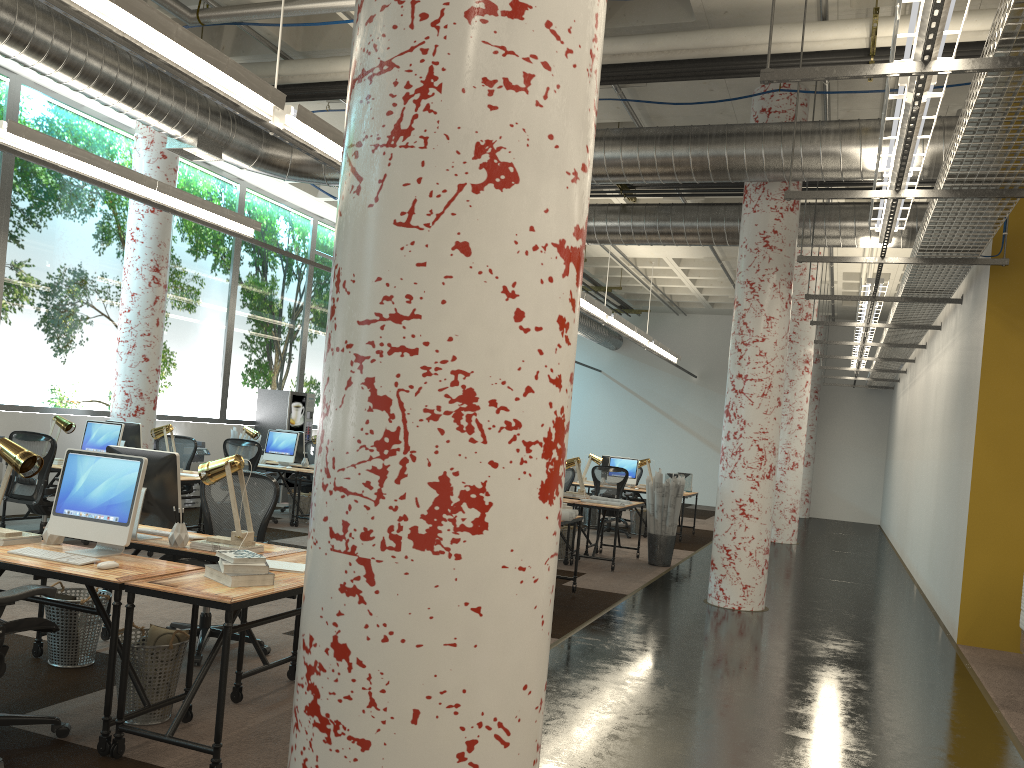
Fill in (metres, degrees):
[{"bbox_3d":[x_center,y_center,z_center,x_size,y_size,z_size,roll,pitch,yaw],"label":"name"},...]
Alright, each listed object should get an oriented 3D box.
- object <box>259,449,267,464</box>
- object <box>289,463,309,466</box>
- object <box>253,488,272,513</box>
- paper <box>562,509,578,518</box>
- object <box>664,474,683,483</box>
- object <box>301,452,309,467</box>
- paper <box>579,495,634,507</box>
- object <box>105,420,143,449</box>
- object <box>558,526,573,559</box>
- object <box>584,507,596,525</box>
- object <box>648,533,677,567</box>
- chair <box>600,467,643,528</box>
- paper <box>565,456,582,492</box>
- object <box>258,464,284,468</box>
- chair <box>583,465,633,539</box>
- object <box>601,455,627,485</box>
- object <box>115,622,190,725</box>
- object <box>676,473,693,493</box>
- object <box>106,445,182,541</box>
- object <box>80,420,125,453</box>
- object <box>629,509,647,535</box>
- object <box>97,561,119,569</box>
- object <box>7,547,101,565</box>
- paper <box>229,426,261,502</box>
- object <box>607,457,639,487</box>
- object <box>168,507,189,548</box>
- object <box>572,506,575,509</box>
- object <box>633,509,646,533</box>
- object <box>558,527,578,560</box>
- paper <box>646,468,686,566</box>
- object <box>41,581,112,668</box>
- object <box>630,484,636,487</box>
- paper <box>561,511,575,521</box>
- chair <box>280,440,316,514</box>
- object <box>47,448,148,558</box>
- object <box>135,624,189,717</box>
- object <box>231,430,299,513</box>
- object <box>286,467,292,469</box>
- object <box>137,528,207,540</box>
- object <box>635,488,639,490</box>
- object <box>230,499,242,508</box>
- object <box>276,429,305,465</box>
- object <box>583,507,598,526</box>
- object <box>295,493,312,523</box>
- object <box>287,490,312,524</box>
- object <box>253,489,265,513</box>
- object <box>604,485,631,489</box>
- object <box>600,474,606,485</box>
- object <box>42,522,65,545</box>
[{"bbox_3d":[-3.428,1.000,12.193,0.101,0.209,0.101,5,-1,-25],"label":"object"},{"bbox_3d":[-3.103,1.156,12.805,0.438,0.017,0.119,4,-3,20],"label":"object"},{"bbox_3d":[-3.572,1.627,12.681,0.354,0.435,0.368,6,-1,-34],"label":"object"},{"bbox_3d":[0.048,1.115,7.806,1.135,0.082,0.083,6,-2,-15],"label":"paper"},{"bbox_3d":[2.534,1.574,13.921,0.280,0.302,0.150,5,-1,20],"label":"object"},{"bbox_3d":[-2.900,1.059,12.432,0.101,0.209,0.101,5,-1,-25],"label":"object"},{"bbox_3d":[1.134,1.401,10.602,0.567,0.061,0.627,4,-3,18],"label":"paper"},{"bbox_3d":[-4.261,0.653,9.675,0.483,0.485,0.190,5,-1,20],"label":"object"},{"bbox_3d":[0.628,1.910,10.740,0.235,0.403,0.120,5,0,21],"label":"object"},{"bbox_3d":[1.328,2.200,15.032,0.235,0.403,0.120,5,0,21],"label":"object"},{"bbox_3d":[1.834,2.042,10.913,0.354,0.398,0.352,6,-1,-25],"label":"object"},{"bbox_3d":[1.967,1.950,15.619,0.770,1.085,0.793,5,-1,4],"label":"chair"},{"bbox_3d":[0.943,1.792,15.476,0.440,1.198,0.412,5,0,-2],"label":"paper"},{"bbox_3d":[-3.242,1.092,11.819,0.438,0.017,0.119,4,-3,20],"label":"object"},{"bbox_3d":[1.514,1.816,13.852,0.770,1.085,0.793,5,-1,4],"label":"chair"},{"bbox_3d":[1.747,1.471,15.028,0.483,0.485,0.190,5,-1,20],"label":"object"},{"bbox_3d":[-1.703,1.339,4.139,0.358,0.435,0.354,5,-1,17],"label":"object"},{"bbox_3d":[2.883,1.655,14.870,0.280,0.302,0.150,5,-1,20],"label":"object"},{"bbox_3d":[-2.019,0.593,4.801,0.483,0.485,0.190,5,-1,20],"label":"object"},{"bbox_3d":[-4.199,0.628,9.088,0.483,0.485,0.190,5,-1,20],"label":"object"},{"bbox_3d":[2.063,2.217,14.367,0.358,0.435,0.354,5,-1,17],"label":"object"},{"bbox_3d":[-1.773,0.794,3.894,0.059,0.029,0.106,4,-3,21],"label":"object"},{"bbox_3d":[-2.078,0.780,4.015,0.438,0.017,0.119,4,-3,20],"label":"object"},{"bbox_3d":[-3.988,1.226,13.053,0.440,1.198,0.412,5,0,-2],"label":"paper"},{"bbox_3d":[1.809,1.445,14.442,0.483,0.485,0.190,5,-1,20],"label":"object"},{"bbox_3d":[-1.736,0.748,4.627,0.101,0.209,0.101,5,-1,-25],"label":"object"},{"bbox_3d":[0.930,2.205,15.482,0.354,0.398,0.352,6,-1,-25],"label":"object"},{"bbox_3d":[2.094,2.237,14.439,0.235,0.403,0.120,5,0,21],"label":"object"},{"bbox_3d":[0.598,1.890,10.667,0.358,0.435,0.354,5,-1,17],"label":"object"},{"bbox_3d":[1.847,1.630,10.907,0.440,1.198,0.412,5,0,-2],"label":"paper"},{"bbox_3d":[-2.405,1.316,4.876,0.358,0.435,0.354,5,-1,17],"label":"object"},{"bbox_3d":[2.030,1.625,14.855,0.101,0.209,0.101,5,-1,-25],"label":"object"},{"bbox_3d":[-0.010,1.102,7.650,1.134,0.082,0.083,5,-2,-5],"label":"paper"},{"bbox_3d":[-2.963,1.384,13.196,0.770,1.085,0.793,5,-1,4],"label":"chair"},{"bbox_3d":[-1.957,0.568,4.214,0.483,0.485,0.190,5,-1,20],"label":"object"},{"bbox_3d":[-1.672,1.359,4.211,0.235,0.403,0.120,5,0,21],"label":"object"},{"bbox_3d":[-3.429,1.220,12.124,1.076,1.209,0.191,5,0,21],"label":"object"},{"bbox_3d":[-2.938,1.106,11.699,0.059,0.029,0.106,4,-3,21],"label":"object"},{"bbox_3d":[-1.939,0.845,5.000,0.438,0.017,0.119,4,-3,20],"label":"object"},{"bbox_3d":[1.993,1.672,14.122,0.059,0.029,0.106,4,-3,21],"label":"object"},{"bbox_3d":[-4.001,1.639,13.059,0.352,0.398,0.354,4,-2,40],"label":"object"},{"bbox_3d":[-3.183,0.905,12.606,0.483,0.485,0.190,5,-1,20],"label":"object"},{"bbox_3d":[1.361,2.193,15.104,0.358,0.435,0.354,5,-1,17],"label":"object"},{"bbox_3d":[-2.836,1.671,12.016,0.235,0.403,0.120,5,0,21],"label":"object"},{"bbox_3d":[-2.867,1.650,11.944,0.358,0.435,0.354,5,-1,17],"label":"object"},{"bbox_3d":[-3.603,1.634,12.609,0.235,0.403,0.120,5,0,21],"label":"object"},{"bbox_3d":[1.688,1.658,14.242,0.438,0.017,0.119,4,-3,20],"label":"object"},{"bbox_3d":[1.502,1.566,14.616,0.101,0.209,0.101,5,-1,-25],"label":"object"},{"bbox_3d":[-2.264,0.688,4.388,0.101,0.209,0.101,5,-1,-25],"label":"object"}]
